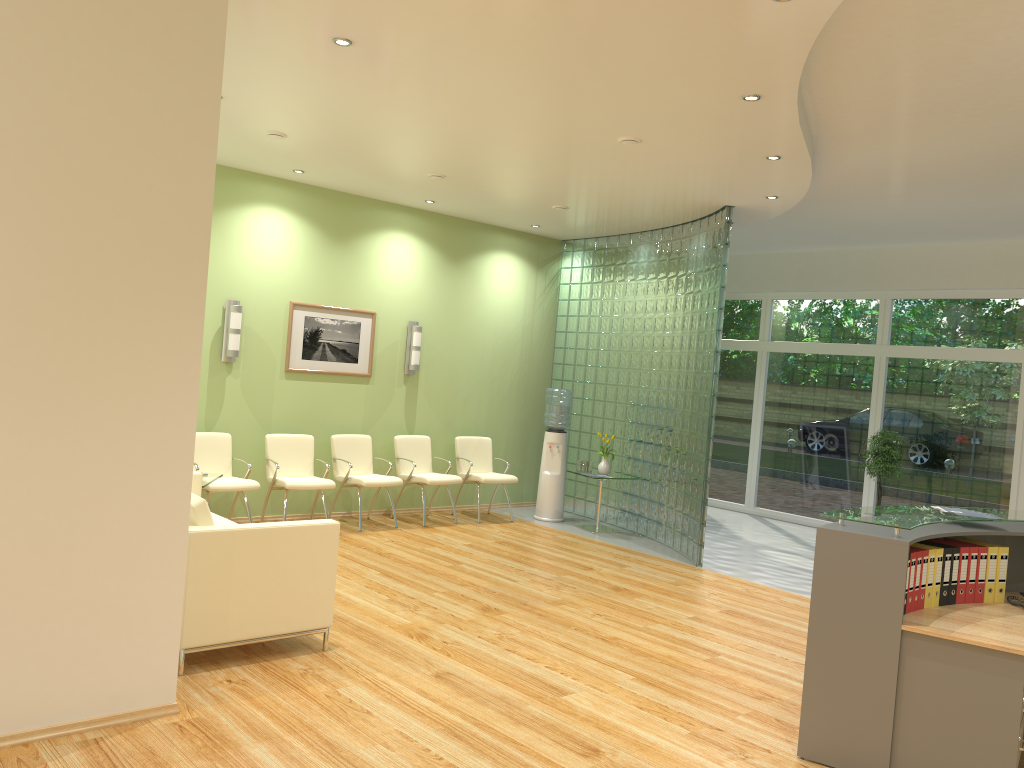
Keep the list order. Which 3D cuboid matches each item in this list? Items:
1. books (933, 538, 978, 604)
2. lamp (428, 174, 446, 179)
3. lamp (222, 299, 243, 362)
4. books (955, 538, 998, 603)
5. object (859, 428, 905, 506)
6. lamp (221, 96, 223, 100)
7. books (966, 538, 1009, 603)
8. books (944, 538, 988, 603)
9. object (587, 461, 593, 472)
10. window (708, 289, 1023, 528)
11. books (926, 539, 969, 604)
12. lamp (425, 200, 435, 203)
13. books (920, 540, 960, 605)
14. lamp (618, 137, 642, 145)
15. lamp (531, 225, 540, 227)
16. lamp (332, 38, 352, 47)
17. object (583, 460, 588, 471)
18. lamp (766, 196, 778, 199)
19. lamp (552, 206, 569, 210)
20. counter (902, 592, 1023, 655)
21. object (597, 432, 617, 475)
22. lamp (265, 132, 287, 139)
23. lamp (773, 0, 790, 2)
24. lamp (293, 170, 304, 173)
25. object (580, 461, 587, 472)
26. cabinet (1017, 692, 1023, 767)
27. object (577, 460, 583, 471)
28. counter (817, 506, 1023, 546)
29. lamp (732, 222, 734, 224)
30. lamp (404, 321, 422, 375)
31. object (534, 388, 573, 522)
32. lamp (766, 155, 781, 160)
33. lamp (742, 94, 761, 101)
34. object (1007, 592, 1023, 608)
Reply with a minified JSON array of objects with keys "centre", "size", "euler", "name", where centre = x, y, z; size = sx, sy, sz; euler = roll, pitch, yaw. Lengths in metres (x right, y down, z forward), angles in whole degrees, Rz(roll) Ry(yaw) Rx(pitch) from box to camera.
[{"centre":[2.249,0.947,4.518],"size":[0.063,0.282,0.231],"euler":[4,1,-23],"name":"books"},{"centre":[-0.671,-1.843,7.903],"size":[0.167,0.024,0.167],"euler":[5,1,9],"name":"lamp"},{"centre":[-2.612,-0.495,8.304],"size":[0.134,0.580,0.142],"euler":[4,1,-42],"name":"lamp"},{"centre":[2.385,0.957,4.573],"size":[0.063,0.282,0.231],"euler":[4,1,-15],"name":"books"},{"centre":[4.151,1.174,10.018],"size":[0.503,1.376,0.590],"euler":[5,1,29],"name":"object"},{"centre":[-1.996,-1.925,5.953],"size":[0.105,0.011,0.105],"euler":[5,1,-8],"name":"lamp"},{"centre":[2.427,0.960,4.583],"size":[0.062,0.282,0.233],"euler":[4,1,-29],"name":"books"},{"centre":[2.318,0.952,4.547],"size":[0.063,0.282,0.231],"euler":[4,1,-18],"name":"books"},{"centre":[0.868,0.923,9.881],"size":[0.071,0.119,0.072],"euler":[4,1,-42],"name":"object"},{"centre":[5.657,0.493,9.365],"size":[0.092,3.000,9.401],"euler":[4,1,-42],"name":"window"},{"centre":[2.187,0.942,4.487],"size":[0.063,0.282,0.231],"euler":[4,1,-23],"name":"books"},{"centre":[-0.850,-1.886,9.183],"size":[0.105,0.011,0.105],"euler":[5,1,29],"name":"lamp"},{"centre":[2.099,0.936,4.436],"size":[0.062,0.282,0.233],"euler":[4,1,-42],"name":"books"},{"centre":[0.825,-1.693,6.207],"size":[0.167,0.024,0.167],"euler":[5,1,-2],"name":"lamp"},{"centre":[0.270,-1.811,10.178],"size":[0.105,0.011,0.105],"euler":[5,1,29],"name":"lamp"},{"centre":[-0.902,-1.815,4.712],"size":[0.105,0.011,0.105],"euler":[5,1,-8],"name":"lamp"},{"centre":[0.834,0.919,9.953],"size":[0.071,0.119,0.072],"euler":[4,1,-42],"name":"object"},{"centre":[2.242,-1.608,7.649],"size":[0.105,0.011,0.105],"euler":[4,1,-26],"name":"lamp"},{"centre":[0.487,-1.766,8.932],"size":[0.167,0.024,0.167],"euler":[5,1,32],"name":"lamp"},{"centre":[3.376,1.201,3.802],"size":[3.444,0.018,1.723],"euler":[5,1,33],"name":"counter"},{"centre":[1.034,0.767,9.776],"size":[0.219,0.459,0.201],"euler":[4,1,-12],"name":"object"},{"centre":[-1.830,-1.920,6.874],"size":[0.167,0.024,0.167],"euler":[5,1,9],"name":"lamp"},{"centre":[1.140,-1.632,3.734],"size":[0.105,0.011,0.105],"euler":[5,1,27],"name":"lamp"},{"centre":[-1.970,-1.960,8.188],"size":[0.105,0.011,0.105],"euler":[5,1,29],"name":"lamp"},{"centre":[0.792,0.917,9.845],"size":[0.071,0.119,0.072],"euler":[4,1,-42],"name":"object"},{"centre":[2.044,1.446,4.004],"size":[0.502,0.692,0.463],"euler":[5,1,33],"name":"cabinet"},{"centre":[0.756,0.913,9.921],"size":[0.071,0.119,0.072],"euler":[4,1,-42],"name":"object"},{"centre":[3.439,0.808,3.842],"size":[3.674,0.078,1.837],"euler":[5,1,33],"name":"counter"},{"centre":[2.197,-1.634,9.003],"size":[0.105,0.011,0.105],"euler":[4,1,-24],"name":"lamp"},{"centre":[-1.068,-0.392,9.676],"size":[0.134,0.580,0.142],"euler":[4,1,-42],"name":"lamp"},{"centre":[0.485,0.807,10.182],"size":[0.353,1.506,0.353],"euler":[4,1,-34],"name":"object"},{"centre":[1.869,-1.616,6.341],"size":[0.105,0.011,0.105],"euler":[5,1,18],"name":"lamp"},{"centre":[1.370,-1.636,5.074],"size":[0.105,0.011,0.105],"euler":[5,1,6],"name":"lamp"},{"centre":[2.628,1.082,4.334],"size":[0.279,0.081,0.411],"euler":[5,1,8],"name":"object"}]
